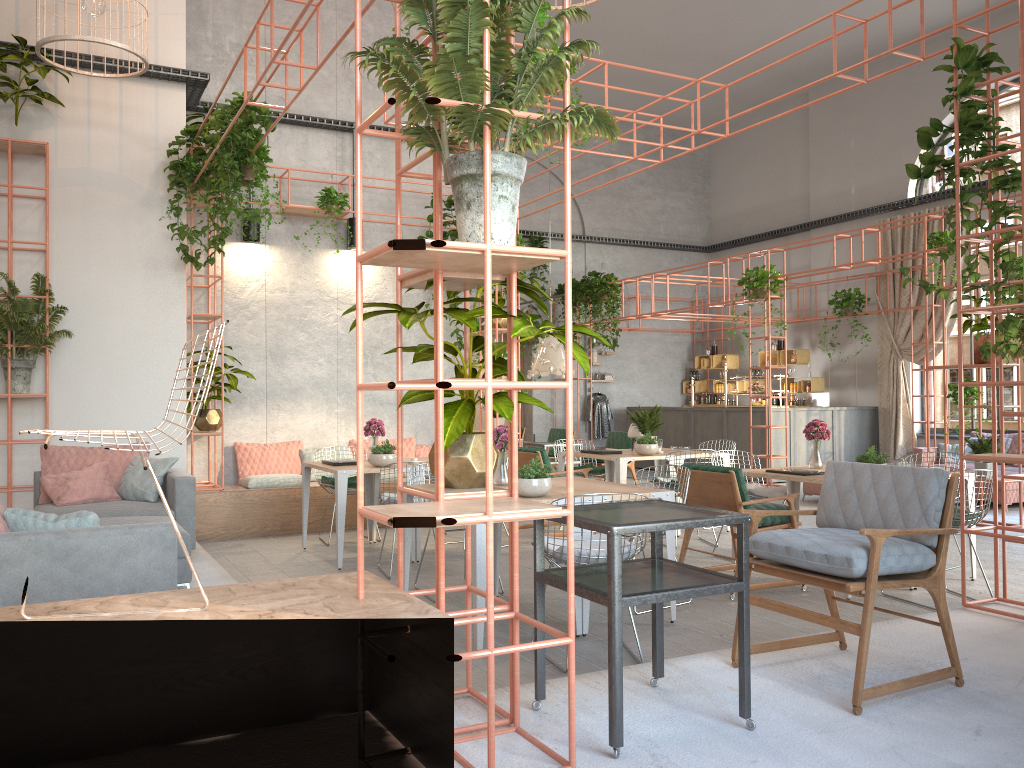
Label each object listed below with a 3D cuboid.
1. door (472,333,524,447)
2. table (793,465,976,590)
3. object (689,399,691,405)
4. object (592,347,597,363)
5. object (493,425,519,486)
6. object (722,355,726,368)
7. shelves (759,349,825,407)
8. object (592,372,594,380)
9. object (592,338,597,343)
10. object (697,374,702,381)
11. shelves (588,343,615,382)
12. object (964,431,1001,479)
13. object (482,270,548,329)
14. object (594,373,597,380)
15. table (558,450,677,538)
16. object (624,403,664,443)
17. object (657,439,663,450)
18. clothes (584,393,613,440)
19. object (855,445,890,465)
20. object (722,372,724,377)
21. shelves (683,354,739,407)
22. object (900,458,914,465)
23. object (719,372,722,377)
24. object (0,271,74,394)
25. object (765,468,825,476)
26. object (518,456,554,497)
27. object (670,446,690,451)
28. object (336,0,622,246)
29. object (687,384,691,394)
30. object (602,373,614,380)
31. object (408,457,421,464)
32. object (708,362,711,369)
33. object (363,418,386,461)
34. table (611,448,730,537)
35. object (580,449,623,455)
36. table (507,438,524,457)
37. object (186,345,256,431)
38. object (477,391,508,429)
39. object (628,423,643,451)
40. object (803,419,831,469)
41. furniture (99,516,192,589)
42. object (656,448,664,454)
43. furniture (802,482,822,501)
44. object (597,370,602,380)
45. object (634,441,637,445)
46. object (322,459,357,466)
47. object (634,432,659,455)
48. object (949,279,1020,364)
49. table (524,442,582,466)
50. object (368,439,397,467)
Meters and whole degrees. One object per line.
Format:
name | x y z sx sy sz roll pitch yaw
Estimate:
door | -0.488 0.338 17.993 1.360 2.729 0.551 0 -1 -27
table | 2.998 1.113 7.226 0.694 0.830 1.214 0 -1 -27
object | 3.840 0.390 19.085 0.073 0.131 0.073 0 -1 -2
object | 1.679 -0.597 18.212 0.136 0.336 0.145 0 -1 -13
object | -0.061 0.484 6.057 0.213 0.414 0.225 0 -1 -35
object | 4.390 -0.457 18.240 0.137 0.261 0.137 -1 -1 9
shelves | 5.135 0.283 16.810 0.328 1.838 1.750 0 -1 -27
object | 1.655 -0.161 18.209 0.055 0.164 0.092 0 -1 -9
object | 1.674 -0.901 18.207 0.133 0.145 0.133 -1 -1 25
object | 4.032 -0.144 19.045 0.115 0.147 0.115 -1 -1 17
shelves | 1.851 -0.436 18.283 0.560 0.790 0.186 0 -1 -27
object | 5.214 0.774 9.767 0.438 0.527 0.368 0 -1 -27
object | -0.077 -1.140 10.887 0.934 0.947 0.903 -1 -1 24
object | 1.722 -0.155 18.220 0.063 0.151 0.063 0 -1 -41
table | 1.089 1.149 9.369 0.694 0.830 1.205 0 -1 -27
object | 1.448 0.469 9.514 0.438 0.527 0.368 0 -1 -27
object | 1.616 0.673 9.793 0.095 0.119 0.095 0 -1 -3
clothes | 1.805 0.679 18.239 0.366 0.997 0.625 -1 -1 43
object | 2.664 0.581 6.609 0.247 0.247 0.252 0 -1 -27
object | 4.340 -0.166 18.160 0.083 0.159 0.083 0 -1 -18
shelves | 4.256 0.316 18.516 0.328 1.838 1.750 0 -1 -27
object | 5.544 1.121 12.519 0.199 0.145 0.156 0 -1 -13
object | 4.298 -0.165 18.241 0.083 0.159 0.083 0 -1 -18
object | -4.472 -0.461 8.033 0.894 1.097 0.900 0 -1 2
object | 2.238 0.697 6.965 0.268 0.031 0.427 0 -1 -27
object | 0.117 0.556 5.351 0.247 0.247 0.252 0 -1 -27
object | 1.858 0.711 9.788 0.218 0.041 0.218 0 -1 -19
object | -0.096 -0.999 3.037 0.894 1.101 0.900 -1 -1 27
object | 3.846 0.110 19.112 0.131 0.207 0.131 -1 -1 18
object | 1.985 -0.148 18.365 0.219 0.149 0.129 0 -1 -27
object | -0.891 0.694 8.081 0.115 0.078 0.115 0 -1 -22
object | 4.161 -0.391 18.547 0.123 0.142 0.141 0 -1 -27
object | -1.317 0.532 8.492 0.213 0.414 0.225 0 -1 -35
table | 1.707 1.149 9.692 0.694 0.830 1.214 0 -1 -27
object | 0.947 0.721 9.432 0.268 0.031 0.427 0 -1 -27
table | -0.221 1.267 14.117 0.635 0.798 0.602 0 -1 -27
object | -3.183 0.032 9.294 0.934 0.919 0.903 -1 -1 34
object | -0.196 0.329 10.890 0.438 0.527 0.368 0 -1 -27
object | 1.404 0.592 9.836 0.241 0.313 0.241 -1 -1 18
object | 2.544 0.498 7.399 0.213 0.414 0.225 0 -1 -35
furniture | -2.623 1.122 5.742 0.941 0.446 0.975 0 -1 -27
object | 1.539 0.695 9.334 0.115 0.078 0.115 0 -1 -22
furniture | 4.599 1.367 11.920 0.941 0.446 0.976 0 -1 -27
object | 1.794 -0.181 18.267 0.081 0.204 0.081 0 -1 -27
object | 1.487 0.664 9.967 0.165 0.154 0.210 0 -1 -38
object | -1.562 0.720 8.138 0.268 0.031 0.427 0 -1 -27
object | 1.374 0.605 9.074 0.248 0.247 0.254 0 -1 -27
object | 5.307 -0.693 9.743 0.923 0.946 0.924 -1 -1 29
table | 0.583 1.236 12.557 0.635 0.798 0.602 0 -1 -27
object | -1.136 0.603 7.781 0.248 0.247 0.254 0 -1 -27
